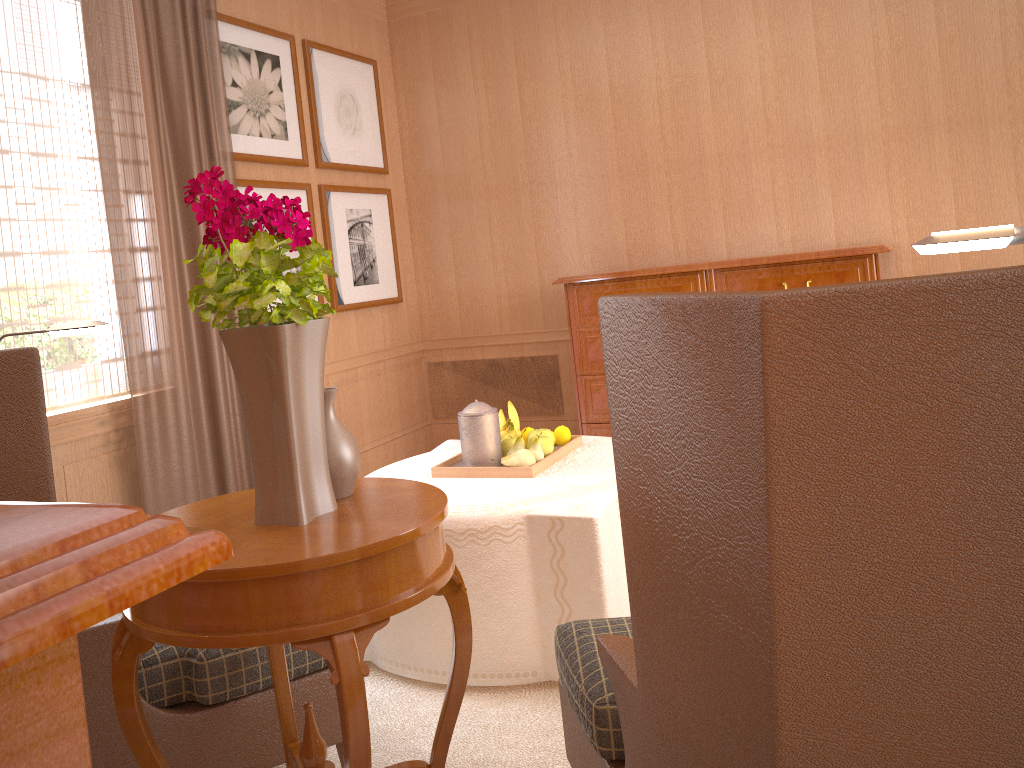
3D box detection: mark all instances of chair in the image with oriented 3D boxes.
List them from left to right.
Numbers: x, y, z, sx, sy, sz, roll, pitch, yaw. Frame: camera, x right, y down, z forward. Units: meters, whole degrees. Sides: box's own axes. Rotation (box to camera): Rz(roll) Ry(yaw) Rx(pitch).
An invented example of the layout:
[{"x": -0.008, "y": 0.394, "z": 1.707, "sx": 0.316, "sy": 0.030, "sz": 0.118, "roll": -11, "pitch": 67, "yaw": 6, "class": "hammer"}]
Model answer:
[{"x": -1.891, "y": 0.805, "z": 3.650, "sx": 1.735, "sy": 1.970, "sz": 1.904, "roll": -9, "pitch": 5, "yaw": -40, "class": "chair"}, {"x": 1.075, "y": 0.663, "z": 2.300, "sx": 1.909, "sy": 1.970, "sz": 1.731, "roll": -6, "pitch": 4, "yaw": 0, "class": "chair"}]

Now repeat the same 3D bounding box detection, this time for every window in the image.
[{"x": -3.522, "y": -1.389, "z": 5.853, "sx": 0.843, "sy": 3.372, "sz": 2.456, "roll": -6, "pitch": 3, "yaw": 25, "class": "window"}]

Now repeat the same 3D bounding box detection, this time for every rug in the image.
[{"x": 0.899, "y": 1.476, "z": 3.866, "sx": 7.923, "sy": 0.020, "sz": 6.066, "roll": -3, "pitch": 8, "yaw": 25, "class": "rug"}]

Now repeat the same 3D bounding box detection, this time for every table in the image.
[{"x": -0.631, "y": 1.092, "z": 2.749, "sx": 1.034, "sy": 1.370, "sz": 0.934, "roll": -4, "pitch": 3, "yaw": 32, "class": "table"}]

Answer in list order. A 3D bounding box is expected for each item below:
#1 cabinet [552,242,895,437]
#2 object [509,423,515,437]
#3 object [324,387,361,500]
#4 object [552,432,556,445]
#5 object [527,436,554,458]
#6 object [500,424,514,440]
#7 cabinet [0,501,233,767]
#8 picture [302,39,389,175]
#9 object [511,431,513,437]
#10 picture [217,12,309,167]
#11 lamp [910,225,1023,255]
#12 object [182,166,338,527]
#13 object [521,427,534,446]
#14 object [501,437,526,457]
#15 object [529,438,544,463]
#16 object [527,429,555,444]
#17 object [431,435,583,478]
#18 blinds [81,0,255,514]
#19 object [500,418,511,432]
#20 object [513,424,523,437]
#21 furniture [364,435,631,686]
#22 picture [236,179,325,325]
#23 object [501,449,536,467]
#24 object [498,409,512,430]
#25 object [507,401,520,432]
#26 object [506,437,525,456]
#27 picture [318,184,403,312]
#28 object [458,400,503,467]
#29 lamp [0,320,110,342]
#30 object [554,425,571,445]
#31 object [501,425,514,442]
[{"x": 1.995, "y": -0.139, "z": 7.845, "sx": 2.755, "sy": 1.940, "sz": 1.430, "roll": -4, "pitch": 4, "yaw": 25, "class": "cabinet"}, {"x": -0.023, "y": 0.314, "z": 5.523, "sx": 0.062, "sy": 0.199, "sz": 0.387, "roll": -6, "pitch": 6, "yaw": -10, "class": "object"}, {"x": -0.604, "y": 0.196, "z": 2.925, "sx": 0.187, "sy": 0.357, "sz": 0.185, "roll": -8, "pitch": 2, "yaw": -32, "class": "object"}, {"x": 0.218, "y": 0.344, "z": 5.521, "sx": 0.133, "sy": 0.110, "sz": 0.112, "roll": -4, "pitch": 5, "yaw": 28, "class": "object"}, {"x": 0.168, "y": 0.376, "z": 5.188, "sx": 0.158, "sy": 0.134, "sz": 0.157, "roll": -4, "pitch": 5, "yaw": 29, "class": "object"}, {"x": -0.142, "y": 0.291, "z": 5.441, "sx": 0.105, "sy": 0.159, "sz": 0.374, "roll": -9, "pitch": 6, "yaw": -41, "class": "object"}, {"x": -1.655, "y": 1.220, "z": 0.625, "sx": 2.755, "sy": 1.940, "sz": 1.430, "roll": -4, "pitch": 4, "yaw": 25, "class": "cabinet"}, {"x": -1.683, "y": -2.808, "z": 9.055, "sx": 0.047, "sy": 1.246, "sz": 1.263, "roll": -6, "pitch": 4, "yaw": 25, "class": "picture"}, {"x": -0.108, "y": 0.335, "z": 5.481, "sx": 0.062, "sy": 0.181, "sz": 0.393, "roll": -7, "pitch": 6, "yaw": -36, "class": "object"}, {"x": -2.264, "y": -2.574, "z": 7.778, "sx": 0.047, "sy": 1.246, "sz": 1.263, "roll": -6, "pitch": 4, "yaw": 25, "class": "picture"}, {"x": 1.641, "y": 0.548, "z": 2.488, "sx": 0.630, "sy": 2.028, "sz": 0.564, "roll": -6, "pitch": 1, "yaw": -5, "class": "lamp"}, {"x": -0.736, "y": -0.133, "z": 2.739, "sx": 0.454, "sy": 1.087, "sz": 0.529, "roll": -5, "pitch": 2, "yaw": 23, "class": "object"}, {"x": 0.104, "y": 0.342, "z": 5.627, "sx": 0.114, "sy": 0.133, "sz": 0.107, "roll": -7, "pitch": 4, "yaw": -18, "class": "object"}, {"x": 0.008, "y": 0.386, "z": 5.245, "sx": 0.158, "sy": 0.134, "sz": 0.157, "roll": -4, "pitch": 5, "yaw": 29, "class": "object"}, {"x": 0.129, "y": 0.385, "z": 5.032, "sx": 0.098, "sy": 0.148, "sz": 0.097, "roll": -8, "pitch": 3, "yaw": -29, "class": "object"}, {"x": 0.175, "y": 0.349, "z": 5.351, "sx": 0.170, "sy": 0.147, "sz": 0.173, "roll": -8, "pitch": 5, "yaw": -19, "class": "object"}, {"x": -0.011, "y": 0.434, "z": 5.313, "sx": 0.636, "sy": 0.059, "sz": 0.810, "roll": -3, "pitch": 8, "yaw": 25, "class": "object"}, {"x": -2.497, "y": -0.943, "z": 6.684, "sx": 0.265, "sy": 4.782, "sz": 1.457, "roll": -6, "pitch": 1, "yaw": 24, "class": "blinds"}, {"x": -0.099, "y": 0.258, "z": 5.533, "sx": 0.091, "sy": 0.128, "sz": 0.410, "roll": -7, "pitch": 7, "yaw": -16, "class": "object"}, {"x": 0.030, "y": 0.292, "z": 5.536, "sx": 0.072, "sy": 0.172, "sz": 0.400, "roll": -6, "pitch": 6, "yaw": 1, "class": "object"}, {"x": 0.010, "y": 0.924, "z": 5.243, "sx": 1.942, "sy": 0.897, "sz": 1.972, "roll": -4, "pitch": 7, "yaw": 22, "class": "furniture"}, {"x": -2.112, "y": -1.177, "z": 7.794, "sx": 0.047, "sy": 1.246, "sz": 1.263, "roll": -6, "pitch": 4, "yaw": 25, "class": "picture"}, {"x": 0.045, "y": 0.436, "z": 4.920, "sx": 0.132, "sy": 0.128, "sz": 0.196, "roll": -2, "pitch": 7, "yaw": 45, "class": "object"}, {"x": -0.051, "y": 0.271, "z": 5.519, "sx": 0.065, "sy": 0.171, "sz": 0.378, "roll": -6, "pitch": 6, "yaw": -8, "class": "object"}, {"x": 0.009, "y": 0.216, "z": 5.538, "sx": 0.071, "sy": 0.168, "sz": 0.407, "roll": -6, "pitch": 7, "yaw": 2, "class": "object"}, {"x": 0.027, "y": 0.403, "z": 5.086, "sx": 0.131, "sy": 0.196, "sz": 0.130, "roll": -8, "pitch": 3, "yaw": -29, "class": "object"}, {"x": -1.531, "y": -1.411, "z": 9.071, "sx": 0.047, "sy": 1.246, "sz": 1.263, "roll": -6, "pitch": 4, "yaw": 25, "class": "picture"}, {"x": -0.187, "y": 0.286, "z": 5.147, "sx": 0.235, "sy": 0.392, "sz": 0.235, "roll": -7, "pitch": 3, "yaw": -8, "class": "object"}, {"x": -2.216, "y": 0.707, "z": 4.444, "sx": 0.631, "sy": 2.023, "sz": 0.563, "roll": -6, "pitch": 1, "yaw": -13, "class": "lamp"}, {"x": 0.314, "y": 0.328, "z": 5.525, "sx": 0.114, "sy": 0.133, "sz": 0.107, "roll": -7, "pitch": 4, "yaw": -18, "class": "object"}, {"x": -0.146, "y": 0.345, "z": 5.429, "sx": 0.390, "sy": 0.185, "sz": 0.072, "roll": -1, "pitch": 4, "yaw": 39, "class": "object"}]
